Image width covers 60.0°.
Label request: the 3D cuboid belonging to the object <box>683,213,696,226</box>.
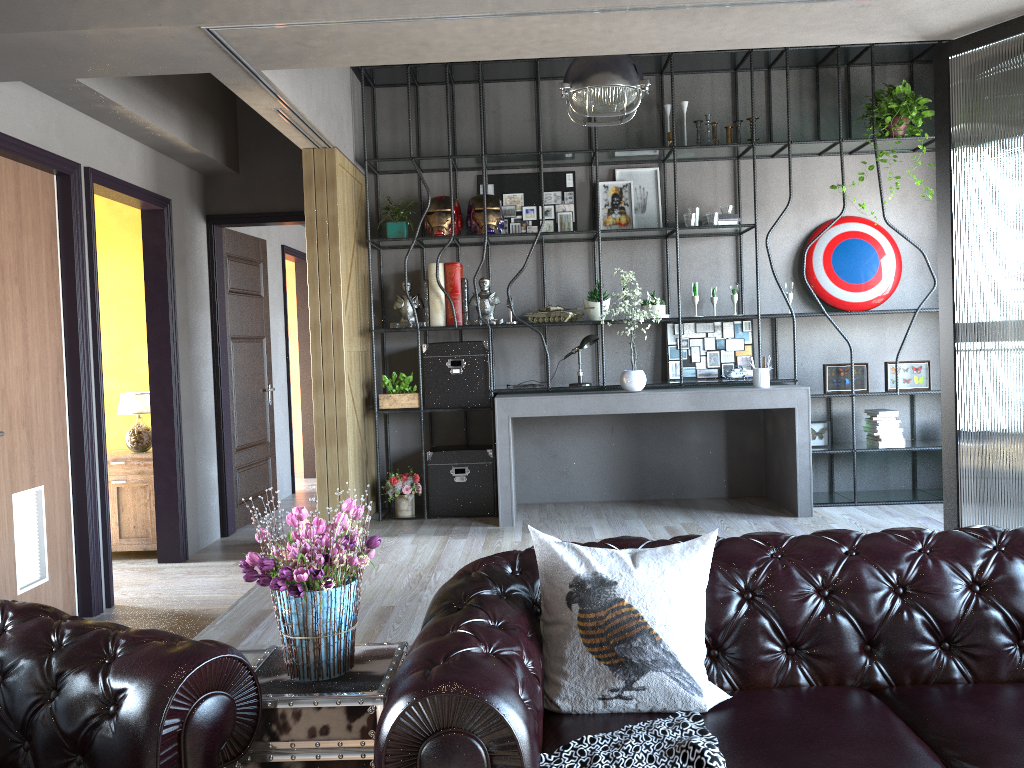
[{"bbox_3d":[1.283,-1.175,6.390,0.092,0.099,0.093,0,3,39],"label":"object"}]

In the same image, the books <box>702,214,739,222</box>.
[{"bbox_3d":[1.554,-1.241,6.626,0.225,0.029,0.179,-2,2,-6],"label":"books"}]

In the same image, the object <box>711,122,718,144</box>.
[{"bbox_3d":[1.509,-1.831,6.604,0.080,0.226,0.080,-3,2,-25],"label":"object"}]

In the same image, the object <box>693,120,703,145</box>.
[{"bbox_3d":[1.369,-1.825,6.510,0.084,0.233,0.084,-1,2,28],"label":"object"}]

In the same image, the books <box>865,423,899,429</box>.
[{"bbox_3d":[2.713,0.307,6.509,0.158,0.021,0.224,-2,2,2],"label":"books"}]

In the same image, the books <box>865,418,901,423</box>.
[{"bbox_3d":[2.717,0.265,6.501,0.174,0.019,0.244,-2,2,2],"label":"books"}]

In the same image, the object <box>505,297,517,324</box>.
[{"bbox_3d":[-0.011,-0.538,6.479,0.093,0.200,0.093,-2,2,-3],"label":"object"}]

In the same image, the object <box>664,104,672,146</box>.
[{"bbox_3d":[1.181,-1.905,6.691,0.128,0.390,0.128,-3,2,-30],"label":"object"}]

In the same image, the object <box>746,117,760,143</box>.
[{"bbox_3d":[1.754,-1.837,6.451,0.130,0.232,0.130,-3,2,-21],"label":"object"}]

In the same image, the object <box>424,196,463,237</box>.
[{"bbox_3d":[-0.513,-1.231,6.552,0.280,0.327,0.399,-2,2,7],"label":"object"}]

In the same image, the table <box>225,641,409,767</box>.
[{"bbox_3d":[-0.490,1.050,2.349,0.417,0.609,0.405,-2,2,2],"label":"table"}]

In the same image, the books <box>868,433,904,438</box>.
[{"bbox_3d":[2.733,0.371,6.495,0.175,0.023,0.249,-2,2,2],"label":"books"}]

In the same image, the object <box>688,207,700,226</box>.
[{"bbox_3d":[1.333,-1.210,6.492,0.087,0.155,0.087,-2,2,14],"label":"object"}]

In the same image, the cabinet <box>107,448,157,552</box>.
[{"bbox_3d":[-3.203,0.885,6.545,1.432,0.750,0.408,-2,2,1],"label":"cabinet"}]

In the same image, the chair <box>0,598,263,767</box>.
[{"bbox_3d":[-1.453,0.992,1.788,1.244,0.845,1.493,-1,3,31],"label":"chair"}]

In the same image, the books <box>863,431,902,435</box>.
[{"bbox_3d":[2.717,0.353,6.505,0.192,0.014,0.255,-2,2,5],"label":"books"}]

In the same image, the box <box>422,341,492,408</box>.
[{"bbox_3d":[-0.396,-0.078,6.616,0.489,0.481,0.374,-2,2,2],"label":"box"}]

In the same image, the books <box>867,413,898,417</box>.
[{"bbox_3d":[2.715,0.223,6.505,0.155,0.020,0.205,-2,2,2],"label":"books"}]

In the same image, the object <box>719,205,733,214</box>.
[{"bbox_3d":[1.597,-1.290,6.601,0.103,0.068,0.103,-2,2,-6],"label":"object"}]

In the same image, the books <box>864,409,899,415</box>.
[{"bbox_3d":[2.705,0.202,6.499,0.159,0.024,0.201,-2,2,-8],"label":"books"}]

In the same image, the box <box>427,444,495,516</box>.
[{"bbox_3d":[-0.368,0.707,6.638,0.489,0.481,0.374,-2,2,2],"label":"box"}]

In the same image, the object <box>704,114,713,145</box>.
[{"bbox_3d":[1.426,-1.829,6.436,0.100,0.243,0.100,-2,2,11],"label":"object"}]

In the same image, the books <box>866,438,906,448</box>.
[{"bbox_3d":[2.734,0.427,6.495,0.192,0.043,0.248,-2,2,2],"label":"books"}]

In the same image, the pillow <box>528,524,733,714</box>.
[{"bbox_3d":[0.312,0.612,2.385,0.528,0.469,0.283,-2,2,4],"label":"pillow"}]

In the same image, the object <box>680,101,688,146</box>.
[{"bbox_3d":[1.292,-1.906,6.617,0.128,0.390,0.128,-3,2,-39],"label":"object"}]

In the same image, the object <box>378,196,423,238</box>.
[{"bbox_3d":[-0.856,-1.221,6.576,0.324,0.339,0.295,-4,3,-42],"label":"object"}]

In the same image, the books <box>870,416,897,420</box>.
[{"bbox_3d":[2.716,0.244,6.492,0.162,0.023,0.231,-1,3,17],"label":"books"}]

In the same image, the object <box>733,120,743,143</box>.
[{"bbox_3d":[1.674,-1.838,6.551,0.084,0.233,0.084,-3,2,-17],"label":"object"}]

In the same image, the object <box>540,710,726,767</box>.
[{"bbox_3d":[0.172,1.116,1.508,0.562,0.569,1.700,-1,3,22],"label":"object"}]

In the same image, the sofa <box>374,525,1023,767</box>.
[{"bbox_3d":[1.009,0.883,2.309,2.566,0.838,1.240,-2,2,1],"label":"sofa"}]

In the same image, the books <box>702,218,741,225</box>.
[{"bbox_3d":[1.564,-1.215,6.633,0.243,0.024,0.175,-2,2,-2],"label":"books"}]

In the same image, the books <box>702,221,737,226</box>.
[{"bbox_3d":[1.552,-1.191,6.632,0.166,0.024,0.227,-3,3,-19],"label":"books"}]

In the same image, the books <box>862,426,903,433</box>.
[{"bbox_3d":[2.715,0.332,6.504,0.193,0.028,0.245,-2,2,-3],"label":"books"}]

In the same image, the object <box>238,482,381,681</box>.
[{"bbox_3d":[-0.517,0.513,2.334,0.349,0.484,0.352,-1,2,32],"label":"object"}]

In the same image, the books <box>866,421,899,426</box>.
[{"bbox_3d":[2.718,0.285,6.507,0.155,0.022,0.205,-2,2,-3],"label":"books"}]

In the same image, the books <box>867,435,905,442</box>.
[{"bbox_3d":[2.734,0.395,6.496,0.175,0.023,0.249,-2,2,-3],"label":"books"}]

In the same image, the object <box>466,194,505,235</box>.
[{"bbox_3d":[-0.194,-1.242,6.544,0.280,0.327,0.399,-2,2,-8],"label":"object"}]

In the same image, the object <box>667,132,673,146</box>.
[{"bbox_3d":[1.151,-1.762,6.442,0.135,0.129,0.135,-3,2,-25],"label":"object"}]

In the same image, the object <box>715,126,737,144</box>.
[{"bbox_3d":[1.576,-1.789,6.442,0.189,0.152,0.190,-1,2,24],"label":"object"}]

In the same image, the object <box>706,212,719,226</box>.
[{"bbox_3d":[1.445,-1.181,6.386,0.092,0.099,0.092,-4,3,-41],"label":"object"}]
